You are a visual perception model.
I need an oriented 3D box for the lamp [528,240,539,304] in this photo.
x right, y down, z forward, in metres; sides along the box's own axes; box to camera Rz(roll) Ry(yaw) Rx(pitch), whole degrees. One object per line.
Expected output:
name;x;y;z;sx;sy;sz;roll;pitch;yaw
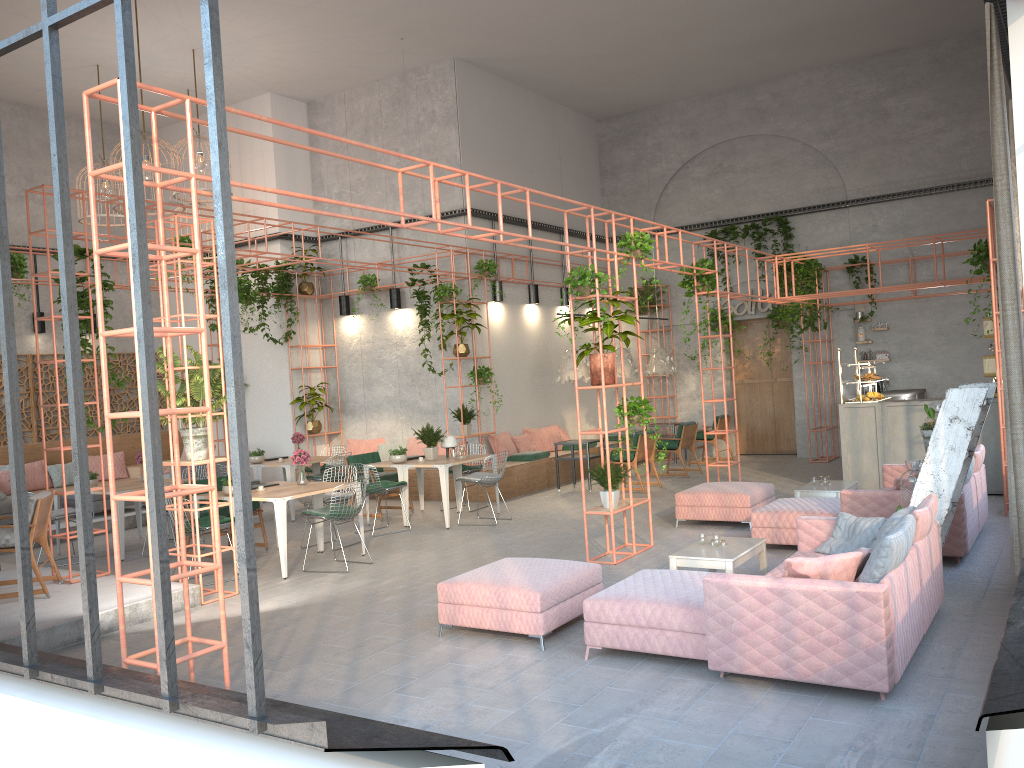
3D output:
lamp;0.368;-2.198;16.454;0.185;1.425;0.179;-3;1;33

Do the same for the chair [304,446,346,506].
chair;-3.084;1.523;14.663;0.565;0.941;0.717;-3;1;34

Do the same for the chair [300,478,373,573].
chair;-1.873;1.487;9.461;0.717;0.941;0.565;-3;1;29

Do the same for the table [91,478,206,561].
table;-4.656;1.698;11.305;0.694;0.830;1.214;-3;1;33

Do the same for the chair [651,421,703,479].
chair;2.850;1.140;15.436;0.685;0.930;0.722;-3;1;33

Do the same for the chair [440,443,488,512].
chair;-0.718;1.381;13.128;0.565;0.941;0.717;-3;1;34

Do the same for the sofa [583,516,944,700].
sofa;1.793;1.417;6.181;1.960;0.672;2.219;-3;1;33

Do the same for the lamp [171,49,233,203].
lamp;-4.924;-4.652;13.801;0.883;3.476;0.883;-4;0;-5

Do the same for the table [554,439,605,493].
table;1.119;1.329;14.465;0.635;0.798;0.602;-3;1;33

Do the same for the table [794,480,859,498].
table;3.585;1.375;10.057;0.520;0.455;0.916;-3;1;33

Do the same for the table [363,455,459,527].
table;-1.392;1.476;12.440;0.694;0.830;1.205;-3;1;33

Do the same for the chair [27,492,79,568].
chair;-5.566;1.717;10.805;0.717;0.941;0.565;-4;1;-41

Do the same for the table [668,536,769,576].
table;1.669;1.528;7.090;0.520;0.455;0.916;-3;1;33

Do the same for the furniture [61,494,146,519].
furniture;-6.375;1.792;13.859;0.941;0.446;0.975;-3;1;33

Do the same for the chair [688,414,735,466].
chair;3.789;1.067;16.891;0.685;0.930;0.722;-3;1;33

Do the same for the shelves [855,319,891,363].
shelves;6.574;-0.798;16.170;0.560;0.790;0.186;-3;1;33

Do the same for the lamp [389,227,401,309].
lamp;-2.079;-2.031;15.529;0.179;1.425;0.185;-3;1;33

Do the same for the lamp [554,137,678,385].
lamp;1.869;-2.074;15.955;0.704;4.052;4.456;-3;1;33

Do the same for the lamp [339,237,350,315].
lamp;-3.092;-1.971;16.186;0.179;1.425;0.185;-3;1;33

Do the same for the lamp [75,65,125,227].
lamp;-6.569;-4.329;14.174;0.883;3.476;0.883;-4;0;-5

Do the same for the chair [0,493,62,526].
chair;-7.363;1.708;12.893;1.056;0.586;1.127;-3;1;33

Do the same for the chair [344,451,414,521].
chair;-1.949;1.468;12.919;0.685;0.917;0.722;-3;1;33

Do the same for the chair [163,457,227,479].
chair;-5.568;1.617;14.920;1.127;0.672;1.052;-3;1;33

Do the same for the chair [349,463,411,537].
chair;-1.718;1.460;11.566;0.717;0.941;0.565;-4;1;-41

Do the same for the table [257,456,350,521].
table;-3.172;1.582;13.600;0.694;0.830;1.214;-3;1;33

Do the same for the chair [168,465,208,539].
chair;-4.566;1.639;12.368;0.565;0.941;0.717;-3;1;34

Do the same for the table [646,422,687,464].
table;3.021;1.180;17.410;0.635;0.798;0.602;-3;1;33

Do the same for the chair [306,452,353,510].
chair;-2.743;1.512;13.342;0.717;0.941;0.565;-3;1;29

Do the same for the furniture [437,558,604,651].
furniture;0.080;1.632;6.807;0.941;0.446;0.976;-3;1;33

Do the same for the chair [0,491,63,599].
chair;-4.600;1.496;8.172;0.685;0.914;0.722;-4;1;-17

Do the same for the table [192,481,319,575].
table;-2.886;1.606;10.094;0.694;0.830;1.205;-3;1;33

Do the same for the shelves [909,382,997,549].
shelves;3.505;0.829;7.254;0.856;1.618;0.842;-3;1;33

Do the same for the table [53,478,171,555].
table;-5.240;1.733;11.679;0.694;0.830;1.205;-3;1;33

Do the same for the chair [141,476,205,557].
chair;-4.226;1.627;11.046;0.717;0.941;0.565;-3;1;29

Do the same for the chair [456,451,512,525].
chair;-0.378;1.370;11.807;0.717;0.941;0.565;-3;1;29

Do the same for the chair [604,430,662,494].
chair;1.890;1.215;13.951;0.685;0.929;0.722;-3;1;33

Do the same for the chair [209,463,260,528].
chair;-4.083;1.601;13.100;0.717;0.941;0.565;-4;1;-41

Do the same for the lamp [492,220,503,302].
lamp;-0.287;-2.147;15.440;0.185;1.425;0.179;-3;1;33

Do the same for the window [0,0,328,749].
window;-1.184;-1.599;2.971;4.127;5.538;0.089;-3;1;33

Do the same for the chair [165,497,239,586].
chair;-3.213;1.577;9.220;0.717;0.941;0.565;-4;1;-41

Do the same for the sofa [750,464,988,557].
sofa;3.710;1.267;9.147;1.960;0.672;2.219;-3;1;33

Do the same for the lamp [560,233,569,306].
lamp;1.017;-2.249;17.459;0.185;1.425;0.179;-3;1;33

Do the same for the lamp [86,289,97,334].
lamp;-7.843;-1.657;16.452;0.185;1.436;0.179;-3;1;33

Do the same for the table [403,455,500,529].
table;-0.807;1.441;12.065;0.694;0.830;1.214;-3;1;33

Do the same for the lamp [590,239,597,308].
lamp;1.672;-2.300;18.473;0.185;1.425;0.179;-3;1;33

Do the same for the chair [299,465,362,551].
chair;-2.213;1.498;10.782;0.565;0.941;0.717;-3;1;34

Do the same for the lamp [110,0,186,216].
lamp;-4.817;-4.002;11.497;0.883;3.476;0.883;-4;0;-5

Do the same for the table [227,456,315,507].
table;-3.758;1.617;13.975;0.694;0.830;1.205;-3;1;33

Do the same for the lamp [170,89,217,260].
lamp;-5.612;-3.985;15.575;0.883;3.476;0.883;-4;0;-5

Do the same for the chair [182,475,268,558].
chair;-3.444;1.585;10.574;0.685;0.917;0.722;-3;1;33

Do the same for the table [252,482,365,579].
table;-2.300;1.570;9.719;0.694;0.830;1.214;-3;1;33

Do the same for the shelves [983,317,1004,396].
shelves;6.986;-0.026;12.606;0.328;1.838;1.750;-3;1;33

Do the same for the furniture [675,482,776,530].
furniture;2.573;1.437;10.666;0.941;0.446;0.976;-3;1;33

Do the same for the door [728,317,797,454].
door;5.219;0.037;18.073;1.360;2.729;0.551;-3;1;33

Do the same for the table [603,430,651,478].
table;2.070;1.254;15.937;0.635;0.798;0.602;-3;1;33

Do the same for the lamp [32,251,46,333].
lamp;-8.374;-1.616;15.630;0.185;1.436;0.185;-4;0;-16
